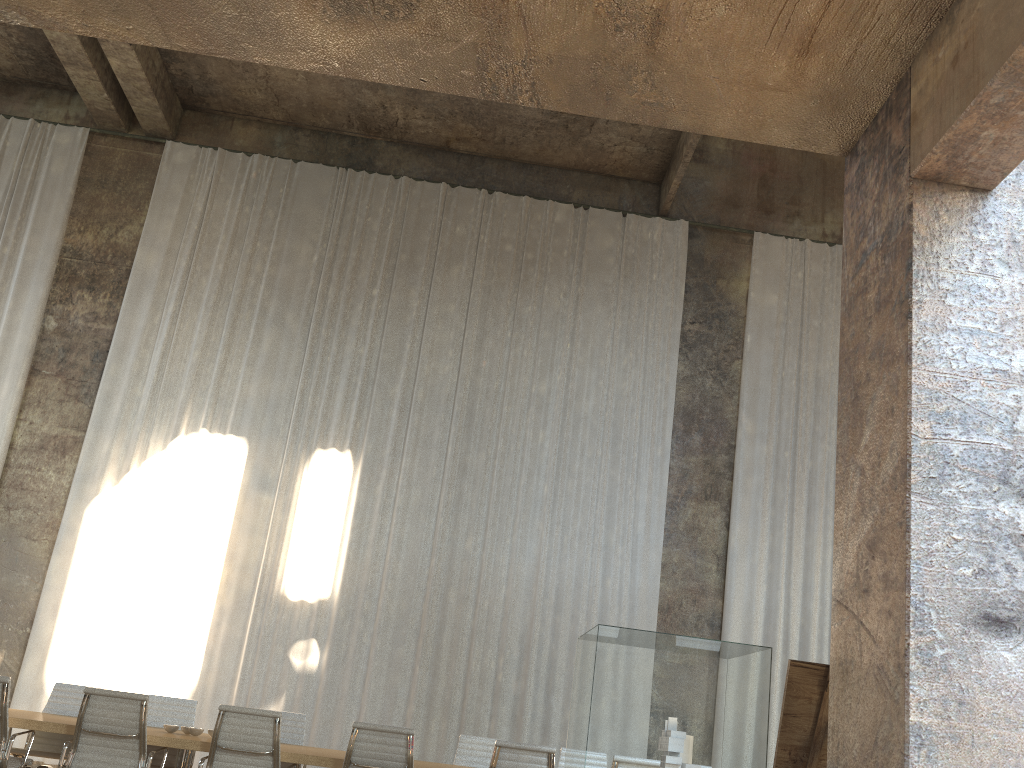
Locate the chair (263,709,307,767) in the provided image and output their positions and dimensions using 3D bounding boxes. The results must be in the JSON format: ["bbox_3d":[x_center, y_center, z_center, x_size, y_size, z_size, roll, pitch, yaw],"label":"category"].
[{"bbox_3d":[-2.037,3.259,7.355,0.665,0.988,0.726,6,-18,3],"label":"chair"}]

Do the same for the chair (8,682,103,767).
[{"bbox_3d":[-3.808,2.996,7.269,0.664,0.988,0.726,6,-18,6],"label":"chair"}]

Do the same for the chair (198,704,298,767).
[{"bbox_3d":[-1.834,2.742,6.009,0.664,0.988,0.726,6,-18,6],"label":"chair"}]

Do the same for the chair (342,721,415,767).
[{"bbox_3d":[-0.962,2.868,6.044,0.665,0.988,0.726,6,-18,3],"label":"chair"}]

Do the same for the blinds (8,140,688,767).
[{"bbox_3d":[-1.749,1.011,11.709,7.825,8.341,0.284,8,-15,-1],"label":"blinds"}]

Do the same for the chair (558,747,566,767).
[{"bbox_3d":[0.633,3.650,7.470,0.665,0.988,0.726,7,-18,1],"label":"chair"}]

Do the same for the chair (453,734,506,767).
[{"bbox_3d":[-0.276,3.516,7.430,0.665,0.988,0.726,6,-18,3],"label":"chair"}]

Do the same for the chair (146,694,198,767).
[{"bbox_3d":[-2.960,3.120,7.305,0.666,0.988,0.725,8,-18,-2],"label":"chair"}]

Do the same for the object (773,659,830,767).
[{"bbox_3d":[1.525,1.766,3.897,0.702,2.069,0.708,8,-16,-3],"label":"object"}]

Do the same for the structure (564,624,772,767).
[{"bbox_3d":[0.611,1.880,3.770,0.744,1.491,0.615,8,-16,-2],"label":"structure"}]

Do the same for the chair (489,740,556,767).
[{"bbox_3d":[-0.038,3.001,6.077,0.666,0.988,0.725,8,-18,-2],"label":"chair"}]

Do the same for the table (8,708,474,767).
[{"bbox_3d":[-1.450,3.208,6.705,7.704,0.732,1.665,8,-21,-2],"label":"table"}]

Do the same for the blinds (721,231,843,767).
[{"bbox_3d":[6.808,2.261,12.072,7.825,8.341,0.284,8,-15,-1],"label":"blinds"}]

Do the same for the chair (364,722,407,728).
[{"bbox_3d":[-1.166,3.385,7.390,0.664,0.988,0.726,6,-18,6],"label":"chair"}]

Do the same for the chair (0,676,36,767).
[{"bbox_3d":[-3.632,2.477,5.928,0.665,0.988,0.726,7,-18,1],"label":"chair"}]

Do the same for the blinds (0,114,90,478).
[{"bbox_3d":[-10.332,-0.242,11.345,7.831,8.341,0.284,9,-15,-3],"label":"blinds"}]

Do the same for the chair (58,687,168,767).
[{"bbox_3d":[-2.724,2.611,5.969,0.665,0.988,0.726,6,-18,3],"label":"chair"}]
